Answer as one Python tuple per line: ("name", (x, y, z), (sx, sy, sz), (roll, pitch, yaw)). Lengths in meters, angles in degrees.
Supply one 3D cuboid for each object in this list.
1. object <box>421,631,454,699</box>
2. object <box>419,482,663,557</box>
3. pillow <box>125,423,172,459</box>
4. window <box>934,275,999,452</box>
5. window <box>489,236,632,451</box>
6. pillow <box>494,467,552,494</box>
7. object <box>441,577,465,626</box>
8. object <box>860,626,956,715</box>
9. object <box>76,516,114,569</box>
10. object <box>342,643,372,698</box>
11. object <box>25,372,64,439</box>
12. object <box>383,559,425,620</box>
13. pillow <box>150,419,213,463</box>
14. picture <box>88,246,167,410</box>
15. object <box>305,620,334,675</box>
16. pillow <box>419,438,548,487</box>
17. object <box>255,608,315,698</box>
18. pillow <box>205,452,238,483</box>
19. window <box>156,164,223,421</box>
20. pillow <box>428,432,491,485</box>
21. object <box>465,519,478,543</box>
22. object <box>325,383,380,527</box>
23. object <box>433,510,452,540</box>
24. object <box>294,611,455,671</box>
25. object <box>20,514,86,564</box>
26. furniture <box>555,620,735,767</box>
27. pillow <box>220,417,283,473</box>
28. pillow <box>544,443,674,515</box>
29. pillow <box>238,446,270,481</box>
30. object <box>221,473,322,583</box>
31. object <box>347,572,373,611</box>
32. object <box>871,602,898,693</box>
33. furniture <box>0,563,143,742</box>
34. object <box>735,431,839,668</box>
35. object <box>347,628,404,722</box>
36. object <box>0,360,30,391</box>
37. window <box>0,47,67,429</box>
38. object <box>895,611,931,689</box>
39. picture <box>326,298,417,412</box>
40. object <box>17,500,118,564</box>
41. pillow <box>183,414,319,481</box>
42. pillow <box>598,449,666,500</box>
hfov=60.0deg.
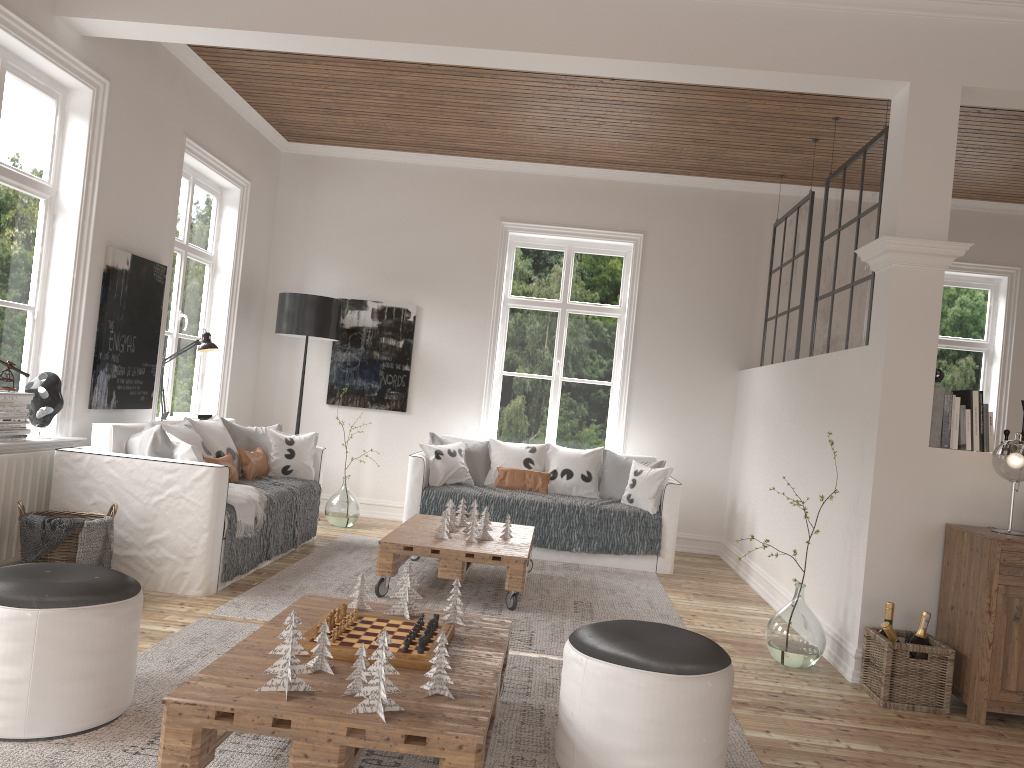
("object", (-0.192, 0.742, 2.370), (0.085, 0.166, 0.085), (6, -1, -11))
("object", (0.214, 0.963, 6.534), (1.704, 0.390, 0.656), (6, -1, 4))
("pillow", (-1.891, 0.411, 4.667), (0.282, 0.431, 0.541), (6, -1, -23))
("window", (3.453, 0.006, 7.411), (1.055, 1.872, 0.120), (6, -1, 3))
("window", (0.410, -0.299, 7.595), (1.055, 1.872, 0.120), (6, -1, 3))
("pillow", (0.078, 0.725, 6.597), (0.420, 0.179, 0.127), (6, -1, 5))
("object", (-0.200, 0.759, 3.120), (0.082, 0.160, 0.082), (6, -1, -8))
("object", (1.669, 1.209, 3.760), (0.276, 0.270, 0.276), (6, -1, 3))
("object", (-2.017, 0.771, 4.041), (0.349, 0.356, 0.290), (5, -1, 33))
("object", (-0.395, 0.738, 2.304), (0.076, 0.132, 0.072), (6, -1, 4))
("object", (-2.400, 0.104, 4.525), (0.177, 0.340, 0.171), (5, -1, 39))
("object", (-0.371, 0.720, 3.156), (0.118, 0.204, 0.111), (5, -1, 27))
("pillow", (-1.797, 0.425, 4.853), (0.417, 0.414, 1.020), (6, -1, -15))
("picture", (-2.266, -0.304, 5.264), (0.041, 0.908, 0.680), (6, -1, 3))
("object", (-0.525, 0.723, 2.459), (0.082, 0.141, 0.077), (6, -1, -15))
("pillow", (-0.224, 0.618, 6.679), (1.020, 0.414, 0.417), (6, -1, -15))
("object", (-0.569, 0.679, 2.269), (0.109, 0.213, 0.108), (5, -1, 28))
("pillow", (-1.726, 0.528, 5.243), (0.116, 0.220, 0.414), (6, -1, 4))
("window", (-2.359, -0.602, 6.345), (0.120, 1.872, 1.055), (6, -1, 3))
("pillow", (-0.409, 0.600, 6.774), (0.541, 0.431, 0.282), (6, -1, -23))
("object", (-0.221, 0.808, 4.894), (0.068, 0.124, 0.072), (6, -1, -12))
("object", (-1.231, 0.560, 7.006), (0.275, 1.117, 0.515), (5, -1, 20))
("object", (-0.372, 0.775, 4.926), (0.093, 0.161, 0.088), (6, -1, 13))
("object", (-0.416, 0.796, 2.767), (0.429, 0.036, 0.429), (6, -1, 3))
("object", (-2.047, 0.751, 3.992), (0.303, 0.332, 0.367), (6, -1, -6))
("furniture", (0.402, 0.978, 2.713), (0.518, 0.430, 0.518), (6, -1, 6))
("pillow", (-1.781, 0.450, 5.975), (0.292, 0.437, 0.546), (5, -1, 37))
("pillow", (0.704, 0.702, 6.597), (1.081, 0.450, 0.403), (5, -1, 28))
("pillow", (-1.669, 0.518, 5.747), (0.117, 0.235, 0.414), (6, -1, 3))
("object", (-1.663, 0.792, 5.301), (0.651, 0.423, 1.680), (6, -1, 4))
("object", (-0.542, 0.737, 3.174), (0.079, 0.137, 0.075), (7, -1, -38))
("object", (1.616, 1.132, 3.830), (0.095, 0.377, 0.095), (5, -1, 39))
("furniture", (-1.421, 0.794, 2.718), (0.518, 0.430, 0.518), (5, -1, 24))
("object", (1.272, 0.759, 4.120), (0.515, 1.117, 0.275), (6, -1, -30))
("object", (-0.324, 0.705, 2.187), (0.107, 0.208, 0.106), (5, -1, 19))
("object", (-2.403, -0.053, 4.235), (0.177, 0.161, 0.092), (6, -1, -29))
("window", (-2.485, -0.655, 4.183), (0.120, 1.872, 1.055), (6, -1, 3))
("object", (1.729, 1.157, 3.824), (0.127, 0.361, 0.094), (6, -1, 3))
("picture", (-1.186, -0.247, 7.505), (0.680, 0.908, 0.041), (6, -1, 3))
("object", (-2.054, 0.756, 4.064), (0.393, 0.432, 0.393), (5, -1, 25))
("pillow", (-1.716, 0.442, 5.785), (0.403, 0.450, 1.081), (5, -1, 28))
("pillow", (0.892, 0.733, 6.661), (0.546, 0.437, 0.292), (5, -1, 37))
